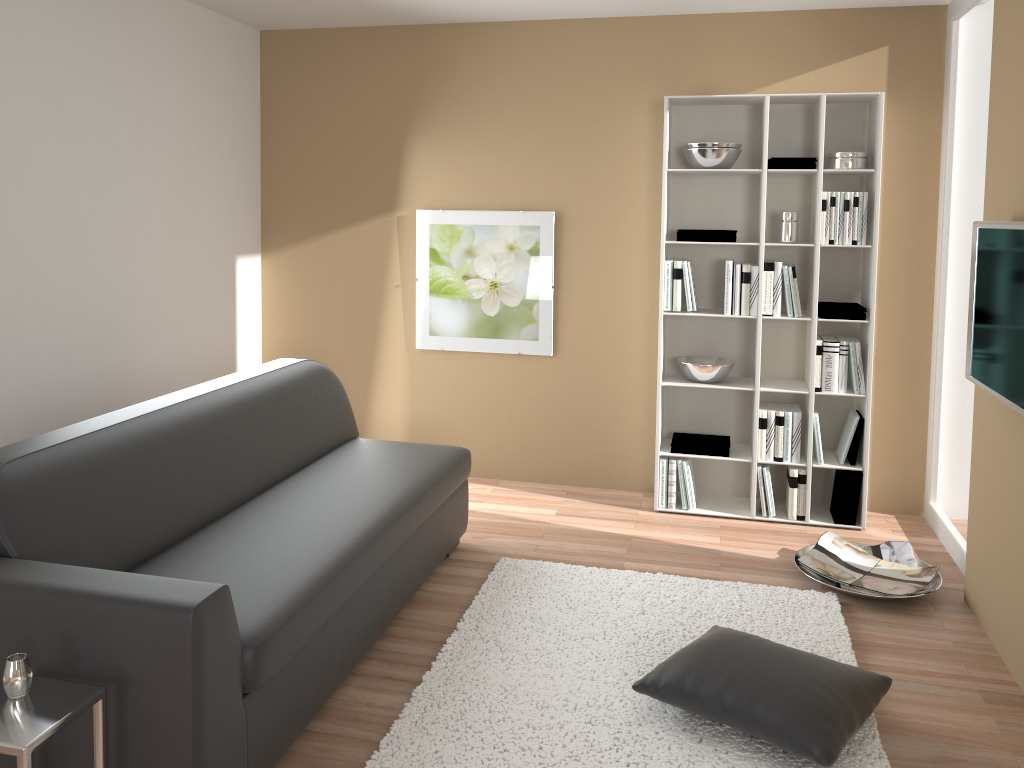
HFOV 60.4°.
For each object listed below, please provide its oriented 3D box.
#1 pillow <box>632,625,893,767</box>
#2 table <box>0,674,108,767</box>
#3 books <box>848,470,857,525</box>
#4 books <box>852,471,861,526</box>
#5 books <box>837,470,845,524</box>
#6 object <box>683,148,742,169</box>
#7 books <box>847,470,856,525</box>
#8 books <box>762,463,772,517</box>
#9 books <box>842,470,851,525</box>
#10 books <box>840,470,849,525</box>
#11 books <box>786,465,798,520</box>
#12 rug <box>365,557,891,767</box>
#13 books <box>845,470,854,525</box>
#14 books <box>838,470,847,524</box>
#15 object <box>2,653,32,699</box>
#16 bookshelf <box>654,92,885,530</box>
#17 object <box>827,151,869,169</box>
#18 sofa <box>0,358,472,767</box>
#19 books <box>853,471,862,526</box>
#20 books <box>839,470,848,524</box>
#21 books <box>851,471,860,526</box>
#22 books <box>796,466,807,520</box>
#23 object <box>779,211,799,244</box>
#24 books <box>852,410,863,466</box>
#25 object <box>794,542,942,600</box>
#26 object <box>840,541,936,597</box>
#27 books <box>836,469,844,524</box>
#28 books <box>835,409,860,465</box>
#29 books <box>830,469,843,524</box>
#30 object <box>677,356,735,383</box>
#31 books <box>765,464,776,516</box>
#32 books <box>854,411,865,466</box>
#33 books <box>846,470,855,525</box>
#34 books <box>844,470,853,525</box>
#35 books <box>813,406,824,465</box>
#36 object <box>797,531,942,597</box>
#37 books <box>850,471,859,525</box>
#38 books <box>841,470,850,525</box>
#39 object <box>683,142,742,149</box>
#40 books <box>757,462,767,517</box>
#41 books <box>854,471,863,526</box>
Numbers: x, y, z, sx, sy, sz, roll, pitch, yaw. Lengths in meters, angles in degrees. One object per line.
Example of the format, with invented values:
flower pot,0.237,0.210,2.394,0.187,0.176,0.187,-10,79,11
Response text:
pillow,0.767,0.921,2.692,0.613,0.207,0.586,9,13,38
table,-1.053,0.927,1.907,0.227,0.465,0.241,2,6,13
books,1.718,0.552,4.475,0.032,0.268,0.216,2,7,13
books,1.733,0.555,4.468,0.032,0.266,0.213,2,7,13
books,1.664,0.548,4.488,0.032,0.268,0.216,2,7,13
object,1.038,-1.161,4.567,0.299,0.105,0.303,-3,11,-21
books,1.712,0.551,4.477,0.032,0.268,0.216,2,7,13
books,1.319,0.532,4.560,0.058,0.255,0.210,2,7,13
books,1.690,0.550,4.479,0.032,0.271,0.222,2,7,13
books,1.680,0.552,4.481,0.032,0.266,0.213,2,7,13
books,1.441,0.539,4.529,0.040,0.256,0.210,2,7,13
rug,0.395,1.005,2.747,1.450,0.045,2.053,3,11,13
books,1.701,0.554,4.476,0.032,0.266,0.213,2,7,13
books,1.669,0.549,4.487,0.032,0.268,0.216,2,7,13
object,-1.088,0.642,1.936,0.057,0.085,0.058,-1,6,-17
bookshelf,1.300,-0.398,4.563,1.040,2.121,0.336,2,4,13
object,1.679,-1.110,4.399,0.193,0.089,0.193,-6,12,-34
sofa,-0.883,0.494,3.174,0.952,0.824,2.290,3,10,13
books,1.739,0.553,4.467,0.032,0.271,0.222,2,7,13
books,1.674,0.550,4.481,0.032,0.270,0.219,2,7,13
books,1.728,0.555,4.470,0.032,0.266,0.213,2,7,13
books,1.482,0.540,4.524,0.040,0.256,0.210,2,7,13
object,1.399,-0.791,4.449,0.094,0.160,0.094,4,6,28
books,1.744,0.271,4.479,0.043,0.240,0.222,2,7,14
object,1.504,0.811,3.745,0.585,0.063,0.594,-1,11,-12
object,1.564,0.792,3.758,0.343,0.095,0.506,3,11,13
books,1.658,0.551,4.485,0.032,0.266,0.214,2,7,13
books,1.711,0.266,4.489,0.085,0.243,0.210,2,7,13
books,1.653,0.551,4.487,0.032,0.266,0.213,2,7,13
object,1.022,-0.070,4.642,0.299,0.105,0.303,-3,11,-21
books,1.340,0.528,4.571,0.058,0.255,0.210,2,7,13
books,1.752,0.274,4.477,0.043,0.236,0.213,2,7,14
books,1.706,0.554,4.474,0.032,0.266,0.214,2,7,13
books,1.696,0.553,4.477,0.032,0.266,0.213,2,7,13
books,1.554,0.259,4.492,0.060,0.257,0.210,2,7,13
object,1.513,0.780,3.755,0.503,0.095,0.345,11,14,42
books,1.722,0.553,4.469,0.032,0.270,0.219,2,7,13
books,1.685,0.553,4.480,0.032,0.266,0.213,2,7,13
object,1.038,-1.187,4.565,0.299,0.105,0.303,-3,11,-21
books,1.295,0.528,4.570,0.060,0.257,0.210,2,7,13
books,1.744,0.556,4.466,0.032,0.266,0.213,2,7,13
